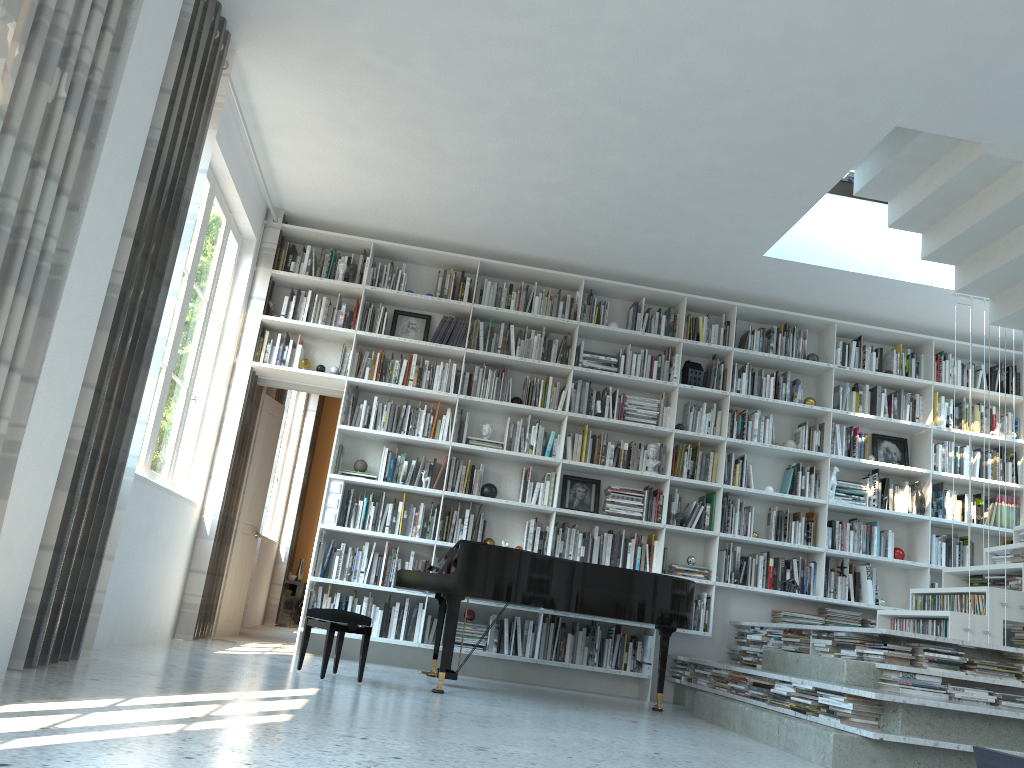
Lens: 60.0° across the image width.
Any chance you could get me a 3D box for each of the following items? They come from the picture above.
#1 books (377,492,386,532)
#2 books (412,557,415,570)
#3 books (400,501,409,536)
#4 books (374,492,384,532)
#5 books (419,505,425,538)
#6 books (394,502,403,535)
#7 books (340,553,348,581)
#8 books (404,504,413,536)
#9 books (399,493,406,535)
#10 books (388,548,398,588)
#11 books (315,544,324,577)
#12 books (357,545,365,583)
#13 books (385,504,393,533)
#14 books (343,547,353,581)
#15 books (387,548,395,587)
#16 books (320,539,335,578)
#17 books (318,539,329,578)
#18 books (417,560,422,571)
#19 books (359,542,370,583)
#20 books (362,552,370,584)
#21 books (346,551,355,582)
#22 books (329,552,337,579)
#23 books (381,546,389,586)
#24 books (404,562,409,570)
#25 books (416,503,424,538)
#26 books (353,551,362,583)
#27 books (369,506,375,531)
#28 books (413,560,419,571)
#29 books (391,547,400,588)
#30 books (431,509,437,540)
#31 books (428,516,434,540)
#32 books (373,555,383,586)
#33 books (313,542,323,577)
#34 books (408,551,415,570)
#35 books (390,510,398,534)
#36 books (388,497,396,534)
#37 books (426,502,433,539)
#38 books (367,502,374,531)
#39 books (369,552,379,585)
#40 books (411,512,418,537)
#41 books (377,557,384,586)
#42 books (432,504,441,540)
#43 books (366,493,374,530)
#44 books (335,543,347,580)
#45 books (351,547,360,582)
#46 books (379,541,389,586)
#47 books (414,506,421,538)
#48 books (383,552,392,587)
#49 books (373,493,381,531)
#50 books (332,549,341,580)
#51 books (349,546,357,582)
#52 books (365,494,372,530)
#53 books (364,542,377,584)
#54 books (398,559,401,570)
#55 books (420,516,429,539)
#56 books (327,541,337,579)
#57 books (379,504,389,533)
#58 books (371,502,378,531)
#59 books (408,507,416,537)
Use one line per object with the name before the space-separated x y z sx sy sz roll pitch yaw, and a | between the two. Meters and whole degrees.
books | -0.975 0.968 6.616 0.012 0.305 0.190 9 -14 -5
books | -0.738 1.401 6.530 0.011 0.239 0.175 9 -14 -5
books | -0.801 1.016 6.617 0.028 0.260 0.181 9 -14 -5
books | -0.989 0.965 6.603 0.019 0.299 0.180 9 -14 -5
books | -0.677 1.041 6.646 0.013 0.259 0.143 9 -14 -5
books | -0.847 1.014 6.623 0.026 0.253 0.177 9 -14 -5
books | -1.232 1.349 6.515 0.025 0.199 0.137 9 -14 -5
books | -0.774 1.027 6.622 0.028 0.248 0.159 9 -14 -5
books | -0.822 0.984 6.630 0.021 0.322 0.172 9 -14 -5
books | -0.877 1.359 6.544 0.022 0.290 0.138 9 -14 -5
books | -1.401 1.297 6.487 0.029 0.238 0.154 9 -14 -5
books | -1.110 1.332 6.534 0.013 0.273 0.146 9 -14 -5
books | -0.917 1.015 6.614 0.027 0.229 0.159 9 -14 -5
books | -1.206 1.330 6.526 0.022 0.247 0.134 9 -14 -5
books | -0.896 1.362 6.553 0.013 0.283 0.139 9 -14 -5
books | -1.347 1.282 6.489 0.052 0.283 0.172 9 -14 -5
books | -1.377 1.278 6.478 0.011 0.276 0.189 9 -14 -5
books | -0.691 1.413 6.525 0.023 0.227 0.190 9 -14 -5
books | -1.088 1.321 6.532 0.027 0.298 0.142 9 -14 -5
books | -1.074 1.357 6.527 0.012 0.232 0.149 9 -14 -5
books | -1.180 1.338 6.493 0.028 0.222 0.189 9 -14 -5
books | -1.307 1.336 6.503 0.024 0.197 0.148 9 -14 -5
books | -0.934 1.345 6.531 0.012 0.294 0.177 9 -14 -5
books | -0.789 1.420 6.556 0.030 0.202 0.142 9 -14 -5
books | -0.691 1.032 6.627 0.021 0.265 0.186 9 -14 -5
books | -1.131 1.346 6.508 0.028 0.228 0.158 9 -14 -5
books | -1.039 1.012 6.586 0.016 0.188 0.184 9 -14 -5
books | -0.723 1.419 6.564 0.030 0.226 0.140 9 -14 -5
books | -0.859 1.355 6.541 0.013 0.300 0.173 9 -14 -5
books | -0.588 1.062 6.638 0.010 0.239 0.175 9 -14 -5
books | -0.611 1.091 6.656 0.023 0.186 0.130 9 -14 -5
books | -0.986 1.374 6.531 0.028 0.224 0.134 9 -14 -5
books | -1.421 1.290 6.500 0.012 0.253 0.161 9 -14 -5
books | -0.755 1.382 6.560 0.025 0.287 0.131 9 -14 -5
books | -0.878 1.042 6.601 0.029 0.181 0.190 9 -14 -5
books | -0.893 0.993 6.621 0.014 0.281 0.150 9 -14 -5
books | -0.619 1.033 6.634 0.014 0.285 0.180 9 -14 -5
books | -1.053 0.996 6.592 0.015 0.218 0.190 9 -14 -5
books | -1.014 1.364 6.534 0.031 0.238 0.132 9 -14 -5
books | -0.730 1.066 6.637 0.023 0.193 0.140 9 -14 -5
books | -0.967 1.385 6.530 0.013 0.208 0.155 9 -14 -5
books | -0.571 1.051 6.666 0.024 0.279 0.136 9 -14 -5
books | -1.058 0.960 6.593 0.007 0.285 0.182 9 -14 -5
books | -1.252 1.307 6.500 0.029 0.265 0.172 9 -14 -5
books | -1.147 1.328 6.497 0.010 0.252 0.178 9 -14 -5
books | -0.943 1.327 6.525 0.014 0.324 0.171 9 -14 -5
books | -0.710 1.043 6.640 0.010 0.245 0.160 9 -14 -5
books | -0.919 1.372 6.545 0.029 0.254 0.153 9 -14 -5
books | -1.007 0.972 6.636 0.009 0.298 0.141 9 -14 -5
books | -1.280 1.324 6.486 0.022 0.220 0.188 9 -14 -5
books | -1.158 1.326 6.501 0.013 0.256 0.190 9 -14 -5
books | -1.070 0.969 6.614 0.009 0.277 0.158 9 -14 -5
books | -1.041 1.320 6.519 0.039 0.306 0.172 9 -14 -5
books | -0.829 1.402 6.536 0.059 0.215 0.178 9 -14 -5
books | -0.656 1.083 6.638 0.041 0.181 0.142 9 -14 -5
books | -1.319 1.297 6.510 0.010 0.273 0.150 9 -14 -5
books | -0.955 1.013 6.627 0.045 0.229 0.138 9 -14 -5
books | -1.024 1.003 6.625 0.016 0.230 0.136 9 -14 -5
books | -0.751 1.044 6.636 0.025 0.228 0.153 9 -14 -5
